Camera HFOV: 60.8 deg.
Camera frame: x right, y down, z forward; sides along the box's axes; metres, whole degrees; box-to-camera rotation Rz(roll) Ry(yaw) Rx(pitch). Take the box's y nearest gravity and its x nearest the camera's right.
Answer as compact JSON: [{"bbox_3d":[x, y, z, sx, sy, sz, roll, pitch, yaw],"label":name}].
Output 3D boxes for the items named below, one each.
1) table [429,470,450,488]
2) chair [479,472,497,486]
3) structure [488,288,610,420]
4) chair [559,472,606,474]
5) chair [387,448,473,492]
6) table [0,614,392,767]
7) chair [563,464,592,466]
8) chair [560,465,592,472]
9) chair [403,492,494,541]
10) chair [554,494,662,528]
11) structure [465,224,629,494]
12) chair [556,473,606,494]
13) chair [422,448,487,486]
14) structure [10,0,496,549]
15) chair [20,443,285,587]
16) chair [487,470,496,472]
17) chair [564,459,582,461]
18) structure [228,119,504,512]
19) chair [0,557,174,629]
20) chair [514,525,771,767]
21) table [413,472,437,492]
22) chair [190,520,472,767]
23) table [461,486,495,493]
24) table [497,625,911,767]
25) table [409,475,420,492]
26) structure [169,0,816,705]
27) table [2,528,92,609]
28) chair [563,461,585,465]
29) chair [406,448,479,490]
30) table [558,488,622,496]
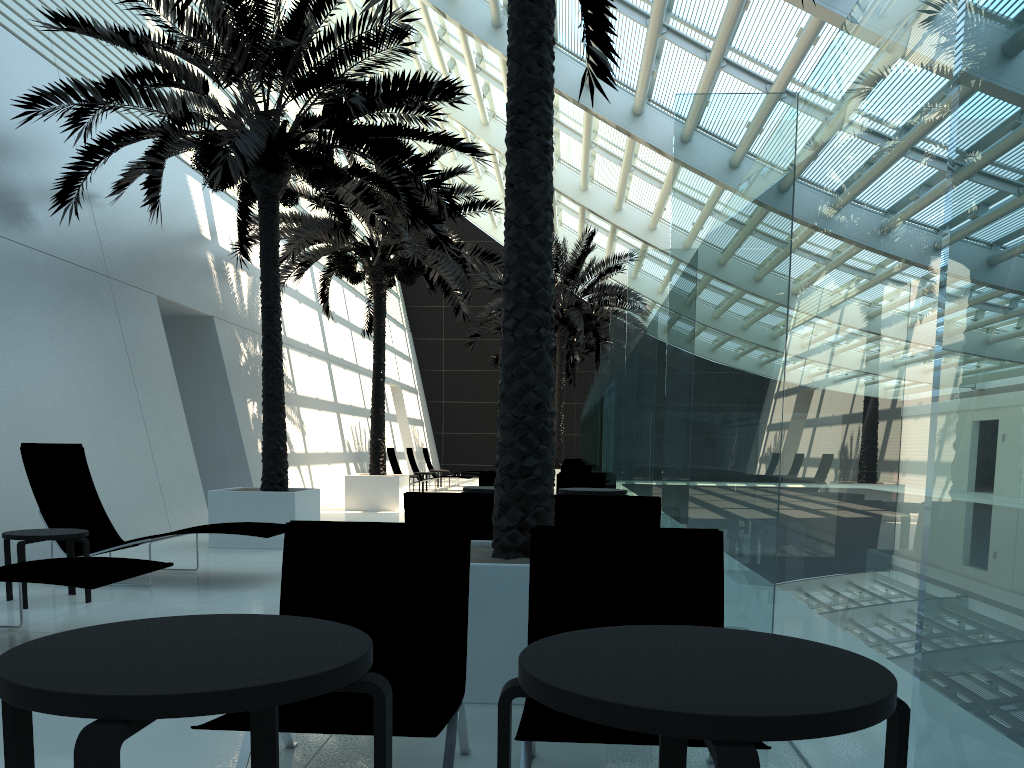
[{"bbox_3d":[-2.144,2.802,25.779,0.553,0.521,0.551,0,1,-44],"label":"table"},{"bbox_3d":[-0.073,1.479,10.112,0.716,0.894,0.882,1,1,4],"label":"chair"},{"bbox_3d":[1.819,0.037,31.311,4.457,7.072,4.770,0,3,-18],"label":"structure"},{"bbox_3d":[0.982,1.617,11.762,0.716,0.894,0.882,1,1,4],"label":"chair"},{"bbox_3d":[-2.019,2.171,21.662,2.036,1.167,0.916,1,2,4],"label":"chair"},{"bbox_3d":[-0.621,0.902,1.738,0.679,0.787,0.676,-1,2,-39],"label":"table"},{"bbox_3d":[1.346,2.043,17.401,0.716,0.894,0.882,1,1,4],"label":"chair"},{"bbox_3d":[1.222,1.915,15.706,0.716,0.894,0.882,1,1,4],"label":"chair"},{"bbox_3d":[-0.322,1.170,6.030,0.716,0.894,0.882,1,1,4],"label":"chair"},{"bbox_3d":[0.609,1.180,5.972,0.716,0.894,0.882,1,1,4],"label":"chair"},{"bbox_3d":[1.268,-0.578,23.174,4.823,7.074,4.404,1,3,-3],"label":"structure"},{"bbox_3d":[0.857,1.488,10.054,0.716,0.894,0.882,1,1,4],"label":"chair"},{"bbox_3d":[-1.683,2.565,26.883,2.036,1.167,0.916,1,2,4],"label":"chair"},{"bbox_3d":[-2.746,-1.529,9.963,4.642,6.887,4.242,0,3,-18],"label":"structure"},{"bbox_3d":[-2.934,1.099,7.476,2.036,1.167,0.916,1,2,4],"label":"chair"},{"bbox_3d":[0.052,1.608,11.820,0.716,0.894,0.882,1,1,4],"label":"chair"},{"bbox_3d":[1.948,2.766,26.973,0.716,0.894,0.882,1,1,4],"label":"chair"},{"bbox_3d":[-2.563,-1.109,15.969,4.267,6.947,4.615,3,4,37],"label":"structure"},{"bbox_3d":[-3.100,0.905,4.905,2.036,1.167,0.916,1,2,4],"label":"chair"},{"bbox_3d":[0.393,0.944,2.849,0.716,0.894,0.882,1,1,4],"label":"chair"},{"bbox_3d":[-2.315,2.602,23.129,0.553,0.521,0.551,0,1,-44],"label":"table"},{"bbox_3d":[-0.538,0.934,2.907,0.716,0.894,0.882,1,1,4],"label":"chair"},{"bbox_3d":[-0.164,1.438,8.829,0.677,0.787,0.678,2,2,42],"label":"table"},{"bbox_3d":[0.346,0.912,1.678,0.679,0.787,0.676,-1,2,-39],"label":"table"},{"bbox_3d":[-2.481,2.408,20.558,0.552,0.521,0.553,1,1,42],"label":"table"},{"bbox_3d":[0.040,-2.023,4.042,4.810,7.074,4.416,2,3,22],"label":"structure"},{"bbox_3d":[-3.396,1.336,6.373,0.553,0.521,0.551,0,1,-44],"label":"table"},{"bbox_3d":[1.582,2.336,21.285,0.716,0.894,0.882,1,1,4],"label":"chair"},{"bbox_3d":[-1.854,2.365,24.232,2.036,1.167,0.916,1,2,4],"label":"chair"},{"bbox_3d":[0.804,1.448,8.769,0.677,0.787,0.678,2,2,42],"label":"table"}]
